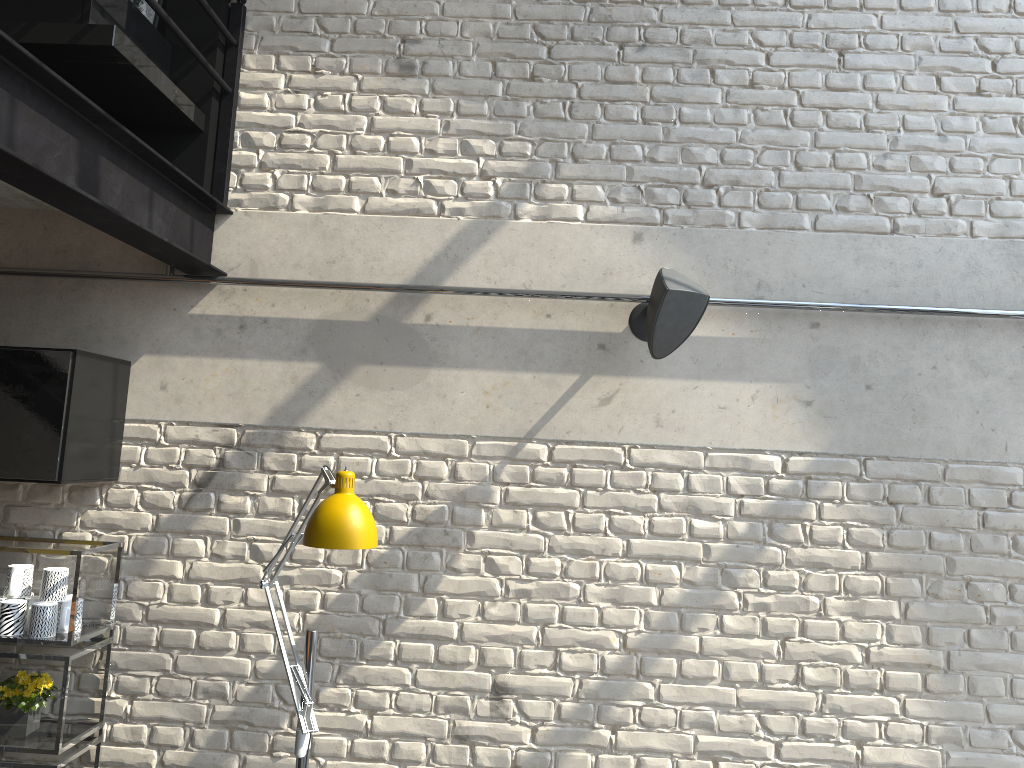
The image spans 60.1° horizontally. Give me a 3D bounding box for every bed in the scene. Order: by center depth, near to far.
[{"bbox_3d":[-3.354,-1.293,2.060,4.479,0.848,2.675,3,-5,2],"label":"bed"}]

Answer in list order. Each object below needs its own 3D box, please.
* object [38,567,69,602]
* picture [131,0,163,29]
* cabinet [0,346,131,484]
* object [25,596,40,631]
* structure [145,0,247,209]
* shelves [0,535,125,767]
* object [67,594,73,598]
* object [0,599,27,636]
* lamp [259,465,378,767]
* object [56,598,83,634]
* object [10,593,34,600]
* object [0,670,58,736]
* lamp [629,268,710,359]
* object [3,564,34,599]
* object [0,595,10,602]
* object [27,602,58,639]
[{"bbox_3d":[-1.503,0.658,2.915,0.083,0.101,0.108,4,-6,-9],"label":"object"},{"bbox_3d":[-1.364,-1.359,3.215,0.175,0.251,0.055,3,-8,2],"label":"picture"},{"bbox_3d":[-3.325,0.023,3.026,3.894,0.425,0.396,3,-6,2],"label":"cabinet"},{"bbox_3d":[-1.575,0.755,2.911,0.083,0.101,0.107,1,-6,16],"label":"object"},{"bbox_3d":[-2.836,-0.071,0.863,3.787,3.368,4.748,3,-6,2],"label":"structure"},{"bbox_3d":[-1.996,0.971,2.889,1.250,0.935,0.285,3,-8,2],"label":"shelves"},{"bbox_3d":[-1.520,0.764,2.986,0.108,0.101,0.082,-2,-8,36],"label":"object"},{"bbox_3d":[-1.614,0.748,2.844,0.108,0.101,0.082,-2,-8,36],"label":"object"},{"bbox_3d":[-0.075,1.061,2.413,1.572,1.632,0.625,1,-8,15],"label":"lamp"},{"bbox_3d":[-1.462,0.760,2.901,0.083,0.101,0.107,1,-6,16],"label":"object"},{"bbox_3d":[-1.655,0.757,2.986,0.083,0.101,0.107,3,-6,1],"label":"object"},{"bbox_3d":[-1.586,1.029,2.875,0.175,0.193,0.181,1,-7,14],"label":"object"},{"bbox_3d":[0.511,-0.234,2.977,0.177,0.308,0.356,5,-6,-16],"label":"lamp"},{"bbox_3d":[-1.637,0.652,2.921,0.083,0.101,0.107,1,-6,16],"label":"object"},{"bbox_3d":[-1.688,0.749,2.902,0.083,0.101,0.108,4,-6,-9],"label":"object"},{"bbox_3d":[-1.499,0.753,2.839,0.083,0.101,0.108,4,-6,-9],"label":"object"}]
